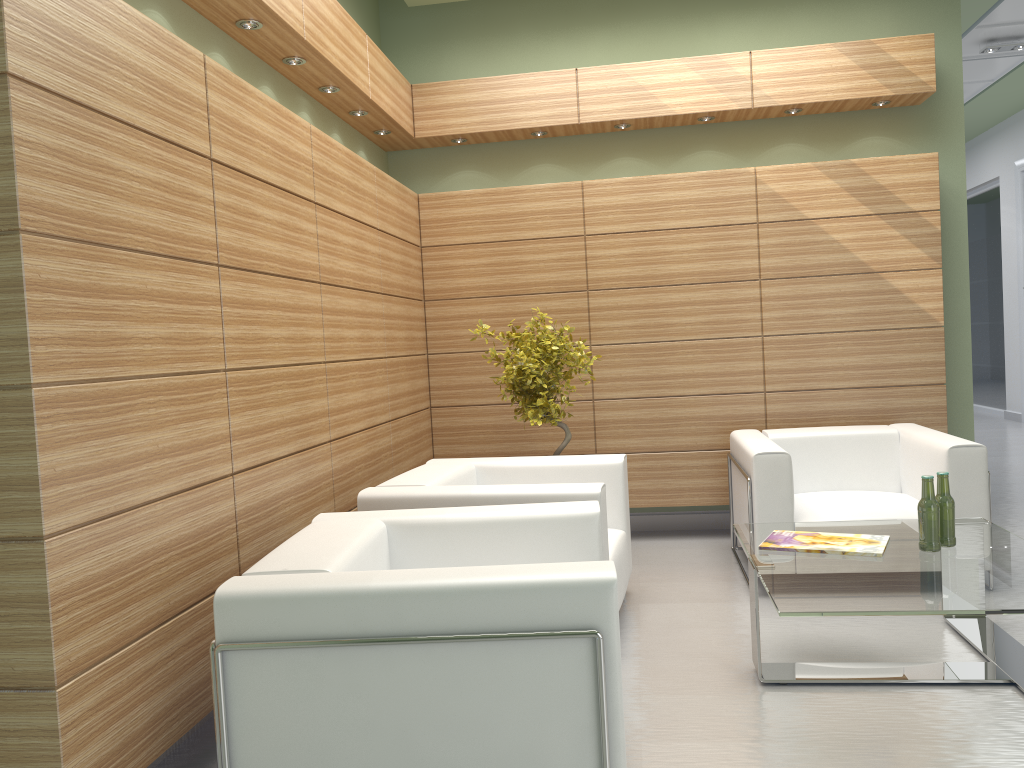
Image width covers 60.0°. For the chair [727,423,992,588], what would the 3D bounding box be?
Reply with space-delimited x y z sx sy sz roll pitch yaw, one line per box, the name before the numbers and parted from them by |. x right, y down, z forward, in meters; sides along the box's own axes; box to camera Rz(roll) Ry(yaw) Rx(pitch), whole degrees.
chair | 3.016 1.078 8.016 1.894 1.234 1.802 -3 3 8

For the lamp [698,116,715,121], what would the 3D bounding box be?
lamp | 2.079 -2.866 9.500 0.181 0.074 0.181 -3 3 2

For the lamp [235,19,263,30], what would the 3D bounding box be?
lamp | -1.812 -2.502 6.111 0.181 0.074 0.181 -4 3 -20

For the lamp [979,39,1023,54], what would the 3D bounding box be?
lamp | 7.438 -5.116 13.359 0.657 0.159 0.286 -3 3 8

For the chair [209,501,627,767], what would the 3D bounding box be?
chair | -0.344 1.410 4.694 1.802 1.234 1.894 -3 3 3

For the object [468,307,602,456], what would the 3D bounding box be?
object | 0.224 0.531 8.572 1.201 2.565 1.116 -4 3 -24

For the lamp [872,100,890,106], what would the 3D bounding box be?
lamp | 3.848 -2.953 9.248 0.181 0.074 0.181 -3 3 2

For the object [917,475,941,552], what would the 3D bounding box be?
object | 2.628 0.815 5.592 0.131 0.475 0.131 -4 3 -27

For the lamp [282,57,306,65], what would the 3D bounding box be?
lamp | -1.700 -2.544 6.917 0.181 0.074 0.181 -4 3 -9

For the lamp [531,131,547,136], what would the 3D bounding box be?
lamp | 0.298 -2.780 9.753 0.181 0.074 0.181 -3 3 2

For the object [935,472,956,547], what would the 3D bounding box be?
object | 2.773 0.803 5.693 0.131 0.475 0.131 -4 3 -27

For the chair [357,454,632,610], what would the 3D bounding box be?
chair | -0.007 1.289 6.992 1.769 1.234 1.894 -3 3 13

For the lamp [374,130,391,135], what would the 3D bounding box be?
lamp | -1.364 -2.669 9.317 0.181 0.074 0.181 -4 3 -9

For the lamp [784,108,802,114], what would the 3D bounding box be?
lamp | 2.972 -2.910 9.373 0.181 0.074 0.181 -5 3 -31

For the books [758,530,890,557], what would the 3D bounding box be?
books | 2.081 1.057 5.905 0.762 0.025 0.508 -2 3 28

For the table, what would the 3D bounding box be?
table | 2.417 1.441 5.522 1.783 0.742 2.197 -3 3 8

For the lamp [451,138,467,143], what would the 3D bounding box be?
lamp | -0.590 -2.737 9.880 0.181 0.074 0.181 -3 3 2

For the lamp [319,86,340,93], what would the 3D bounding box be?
lamp | -1.589 -2.585 7.707 0.181 0.074 0.181 -4 3 -9

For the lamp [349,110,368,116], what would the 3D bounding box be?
lamp | -1.476 -2.627 8.518 0.181 0.074 0.181 -4 3 -20

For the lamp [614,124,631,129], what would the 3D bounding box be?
lamp | 1.198 -2.824 9.625 0.181 0.074 0.181 -5 3 -31
